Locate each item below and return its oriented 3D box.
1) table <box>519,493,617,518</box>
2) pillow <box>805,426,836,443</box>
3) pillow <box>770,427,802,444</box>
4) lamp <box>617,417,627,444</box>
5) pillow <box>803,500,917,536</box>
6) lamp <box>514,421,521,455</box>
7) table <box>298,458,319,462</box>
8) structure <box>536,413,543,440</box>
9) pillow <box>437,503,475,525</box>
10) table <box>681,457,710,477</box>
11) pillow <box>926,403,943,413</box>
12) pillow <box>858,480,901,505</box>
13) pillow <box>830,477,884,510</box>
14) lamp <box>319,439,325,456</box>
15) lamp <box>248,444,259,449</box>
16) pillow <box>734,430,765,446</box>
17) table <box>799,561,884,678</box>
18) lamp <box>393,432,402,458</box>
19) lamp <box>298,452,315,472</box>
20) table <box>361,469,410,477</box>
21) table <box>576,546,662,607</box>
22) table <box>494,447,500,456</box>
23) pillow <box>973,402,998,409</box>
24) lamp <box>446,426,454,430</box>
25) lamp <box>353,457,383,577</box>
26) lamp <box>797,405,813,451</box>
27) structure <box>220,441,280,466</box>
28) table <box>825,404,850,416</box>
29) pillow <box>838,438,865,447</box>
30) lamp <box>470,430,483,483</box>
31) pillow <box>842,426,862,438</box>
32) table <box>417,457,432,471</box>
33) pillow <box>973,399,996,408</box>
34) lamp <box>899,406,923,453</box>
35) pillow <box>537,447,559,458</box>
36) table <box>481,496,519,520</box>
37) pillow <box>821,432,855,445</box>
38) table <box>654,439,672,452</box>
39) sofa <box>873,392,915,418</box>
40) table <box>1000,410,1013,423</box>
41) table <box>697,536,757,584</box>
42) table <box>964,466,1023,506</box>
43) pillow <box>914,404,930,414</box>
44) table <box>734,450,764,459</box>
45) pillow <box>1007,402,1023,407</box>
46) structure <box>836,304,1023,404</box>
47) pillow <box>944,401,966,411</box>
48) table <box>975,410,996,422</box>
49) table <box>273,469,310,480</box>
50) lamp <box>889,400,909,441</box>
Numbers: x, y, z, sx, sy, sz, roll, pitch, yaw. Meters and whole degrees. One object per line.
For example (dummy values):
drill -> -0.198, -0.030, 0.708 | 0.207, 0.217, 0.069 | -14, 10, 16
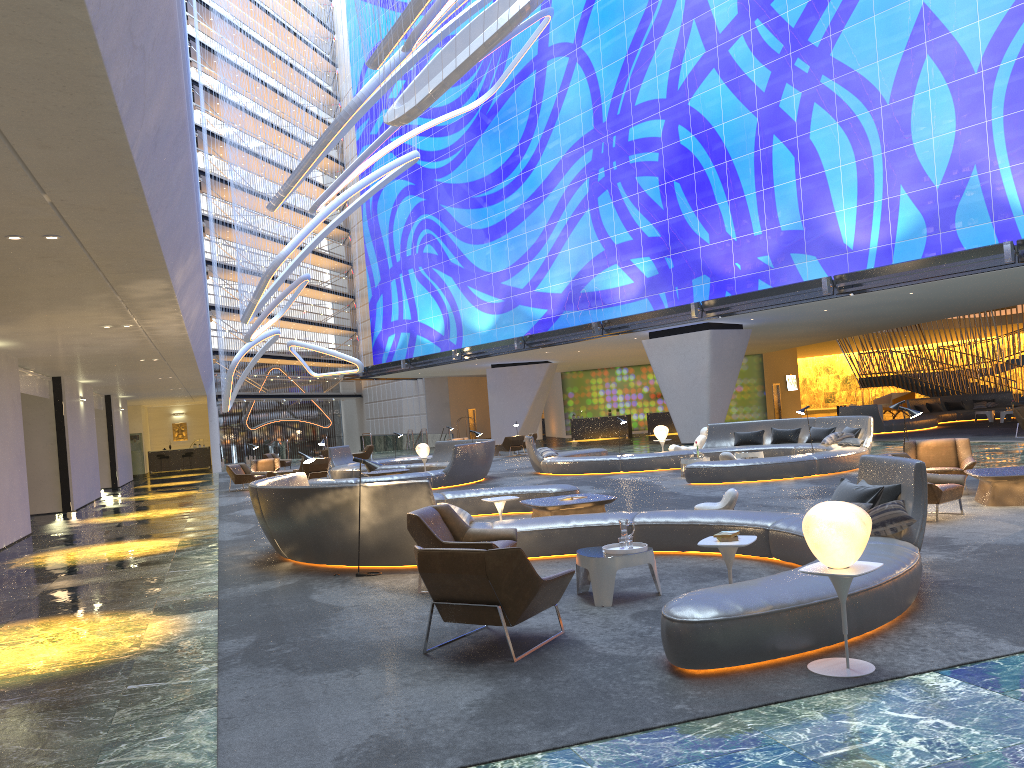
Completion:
table -> 0.776, 1.783, 12.191 | 1.202, 0.392, 1.204 | -4, -2, -18
pillow -> 7.012, 1.153, 20.132 | 0.315, 0.386, 0.786 | -4, -1, -27
pillow -> 6.419, 1.217, 20.843 | 0.760, 0.417, 0.281 | -6, -1, 40
lamp -> 2.944, 1.533, 23.661 | 0.201, 1.300, 0.384 | -4, 0, -43
pillow -> 2.887, 1.134, 7.438 | 0.874, 0.280, 0.684 | -5, -2, 19
lamp -> 0.206, 2.064, 33.657 | 0.202, 1.300, 0.384 | -4, 0, -2
table -> -7.943, 3.207, 35.687 | 1.203, 0.392, 1.203 | -4, -2, 0
structure -> 1.461, 2.131, 50.244 | 1.021, 2.051, 0.773 | -4, 0, -40
pillow -> -0.764, 1.474, 9.998 | 0.878, 0.262, 0.692 | -6, -2, 34
table -> 3.777, 1.753, 18.508 | 0.672, 0.406, 0.673 | -5, -2, 34
pillow -> 16.005, 0.887, 33.602 | 0.758, 0.417, 0.282 | -4, -1, -25
pillow -> 3.172, 1.058, 7.878 | 0.295, 0.369, 0.769 | -4, -1, -6
pillow -> 2.984, 1.045, 7.779 | 0.315, 0.386, 0.785 | -4, -1, -3
lamp -> -5.478, 2.251, 25.849 | 0.202, 1.300, 0.384 | -4, 0, -2
lamp -> -8.177, 2.531, 28.075 | 0.384, 1.300, 0.202 | -4, 0, -1
pillow -> 5.676, 1.310, 21.259 | 0.770, 0.369, 0.295 | -5, -1, 26
table -> 1.928, 1.364, 5.180 | 0.417, 0.595, 0.428 | -4, -1, -44
lamp -> -3.770, 2.236, 29.457 | 0.384, 1.300, 0.202 | -4, 0, -1
lamp -> -3.094, 1.668, 13.384 | 0.384, 1.300, 0.201 | -4, 0, 31
table -> -3.229, 2.427, 22.680 | 1.202, 0.392, 1.204 | -4, -2, -18
table -> 0.890, 1.626, 7.617 | 0.670, 0.406, 0.674 | -4, -1, -22
table -> -1.015, 2.650, 34.947 | 1.202, 0.392, 1.204 | -4, -2, -18
pillow -> 17.795, 0.797, 33.479 | 0.876, 0.262, 0.693 | -4, -2, -28
lamp -> -2.493, 2.343, 35.883 | 0.384, 1.300, 0.202 | -4, 0, -1
lamp -> -1.555, 1.430, 9.630 | 0.384, 1.300, 0.202 | -4, 0, -19
lamp -> 6.485, 1.127, 19.518 | 0.384, 1.300, 0.202 | -4, 0, -25
structure -> -16.528, 7.760, 55.865 | 3.014, 8.238, 19.851 | -4, -1, -18
table -> 16.835, 1.438, 45.244 | 1.243, 0.727, 2.305 | -5, -2, 29
pillow -> 6.929, 1.205, 18.102 | 0.445, 0.207, 0.443 | -5, -2, 33
lamp -> -0.867, 1.765, 21.737 | 0.384, 1.300, 0.202 | -4, 0, -1
pillow -> 7.256, 1.105, 19.126 | 0.317, 0.366, 0.775 | -4, -1, -2
table -> -2.354, 2.291, 24.069 | 0.417, 0.595, 0.428 | -4, -1, -19
pillow -> 17.911, 0.750, 33.636 | 0.775, 0.366, 0.317 | -5, -1, 23
lamp -> 5.873, 0.967, 13.039 | 0.384, 1.300, 0.201 | -4, 0, 34
pillow -> 0.863, 1.763, 22.912 | 0.692, 0.262, 0.878 | -4, -2, -10
table -> -0.127, 1.696, 10.855 | 0.417, 0.595, 0.428 | -4, -1, -22
pillow -> 7.067, 1.165, 19.168 | 0.878, 0.262, 0.692 | -6, -2, 37
table -> 4.010, 1.785, 23.595 | 0.417, 0.595, 0.428 | -4, -1, -44
sofa -> 18.580, 1.020, 43.122 | 1.062, 1.180, 3.417 | -5, -2, 7
table -> 17.018, 1.107, 30.186 | 0.670, 0.406, 0.674 | -4, -2, -31
table -> 1.560, 1.423, 6.393 | 0.428, 0.595, 0.417 | -5, -1, 26
table -> 6.550, 1.314, 11.440 | 1.204, 0.392, 1.203 | -5, -2, 17
pillow -> 15.317, 0.947, 33.101 | 0.768, 0.369, 0.295 | -3, -1, -39
table -> 5.101, 1.674, 19.239 | 0.673, 0.406, 0.671 | -4, -1, 1
pillow -> 18.703, 0.772, 32.899 | 0.444, 0.207, 0.444 | -3, -2, -32
structure -> 23.492, -1.769, 37.796 | 11.973, 6.247, 16.508 | -4, -2, -18
pillow -> 16.898, 0.831, 33.840 | 0.784, 0.386, 0.315 | -4, -1, -2
table -> 16.916, 1.164, 31.699 | 0.672, 0.406, 0.673 | -5, -1, 26
table -> -6.700, 2.837, 27.139 | 1.202, 0.392, 1.204 | -4, -2, -19
lamp -> 7.646, 0.970, 17.403 | 0.384, 1.300, 0.201 | -4, 0, 26
